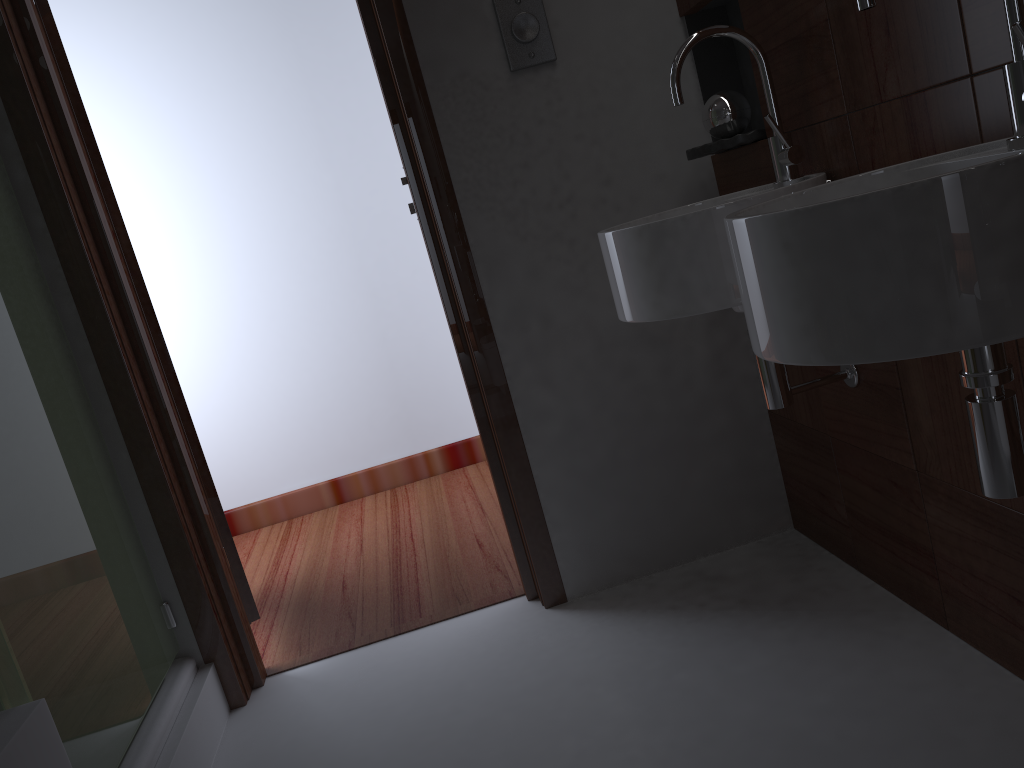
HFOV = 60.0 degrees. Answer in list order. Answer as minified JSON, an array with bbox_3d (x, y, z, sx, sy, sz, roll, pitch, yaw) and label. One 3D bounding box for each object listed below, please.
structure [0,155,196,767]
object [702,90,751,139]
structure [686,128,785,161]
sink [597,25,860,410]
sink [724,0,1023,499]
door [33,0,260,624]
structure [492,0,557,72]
[{"bbox_3d":[-1.397,0.001,1.509,1.015,2.079,0.765,-16,10,-6],"label":"structure"},{"bbox_3d":[0.550,-0.491,1.300,0.104,0.104,1.350,-16,10,-6],"label":"object"},{"bbox_3d":[0.489,-0.527,1.928,0.222,0.023,0.220,-6,14,43],"label":"structure"},{"bbox_3d":[0.374,-0.276,1.633,0.417,0.715,0.415,-16,10,-6],"label":"sink"},{"bbox_3d":[0.463,-0.187,1.014,0.417,0.715,0.415,-16,10,-6],"label":"sink"},{"bbox_3d":[-1.052,-0.248,2.392,0.095,1.780,0.708,-21,12,-29],"label":"door"},{"bbox_3d":[0.029,-0.792,1.977,0.109,0.164,0.028,-16,10,-6],"label":"structure"}]
